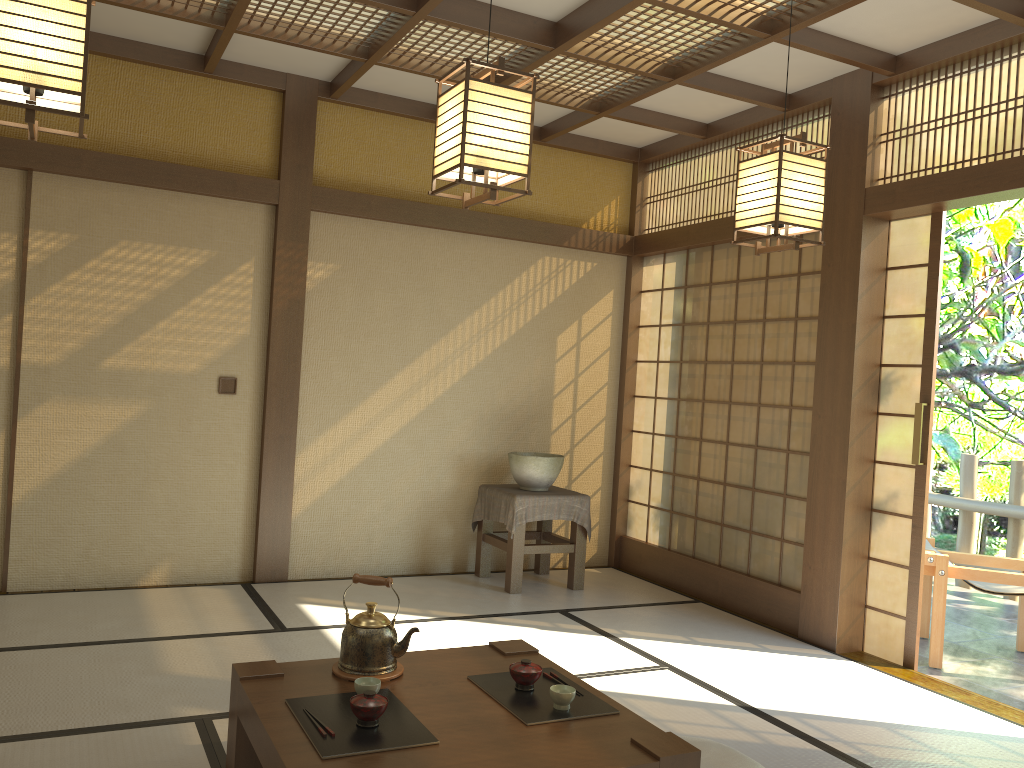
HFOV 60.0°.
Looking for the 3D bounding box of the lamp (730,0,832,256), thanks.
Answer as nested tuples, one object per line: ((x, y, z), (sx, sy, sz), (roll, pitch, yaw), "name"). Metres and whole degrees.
((0.974, -1.029, 3.148), (0.240, 1.129, 0.240), (4, 0, -27), "lamp")

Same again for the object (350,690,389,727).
((-0.374, 0.845, 2.314), (0.100, 0.080, 0.100), (4, 0, -27), "object")

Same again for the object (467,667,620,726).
((0.084, 0.920, 2.632), (0.300, 0.007, 0.400), (4, 0, -27), "object")

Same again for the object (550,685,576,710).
((0.143, 0.894, 2.523), (0.073, 0.052, 0.074), (4, 0, 16), "object")

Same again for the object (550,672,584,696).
((0.167, 0.917, 2.718), (0.008, 0.008, 0.200), (4, 0, -26), "object")

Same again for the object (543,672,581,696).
((0.151, 0.916, 2.711), (0.008, 0.008, 0.200), (4, 0, -31), "object")

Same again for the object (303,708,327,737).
((-0.514, 0.875, 2.301), (0.008, 0.008, 0.200), (4, 0, -29), "object")

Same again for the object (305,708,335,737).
((-0.501, 0.876, 2.304), (0.008, 0.008, 0.200), (4, 0, -33), "object")

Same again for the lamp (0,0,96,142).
((-1.101, -1.158, 2.095), (0.240, 1.129, 0.240), (4, 0, -27), "lamp")

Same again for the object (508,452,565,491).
((0.148, 0.558, 5.633), (0.358, 0.230, 0.357), (4, 0, 33), "object")

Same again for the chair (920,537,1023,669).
((2.622, 1.224, 4.923), (0.704, 0.598, 0.698), (4, 0, 20), "chair")

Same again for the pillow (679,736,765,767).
((0.570, 1.258, 2.858), (0.486, 0.107, 0.496), (4, 0, -33), "pillow")

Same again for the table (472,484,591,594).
((0.116, 0.965, 5.644), (0.629, 0.595, 0.633), (4, 0, -27), "table")

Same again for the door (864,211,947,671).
((1.586, 0.259, 5.147), (0.073, 2.380, 1.894), (4, 0, -27), "door")

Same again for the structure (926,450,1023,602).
((4.822, 1.199, 4.424), (0.245, 1.136, 7.456), (4, 0, -27), "structure")

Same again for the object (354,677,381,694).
((-0.406, 0.859, 2.487), (0.073, 0.052, 0.074), (4, 0, 16), "object")

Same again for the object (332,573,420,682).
((-0.434, 0.742, 2.747), (0.226, 0.296, 0.219), (4, 0, -32), "object")

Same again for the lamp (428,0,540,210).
((-0.064, -1.093, 2.621), (0.240, 1.129, 0.240), (4, 0, -27), "lamp")

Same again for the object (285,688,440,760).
((-0.405, 0.889, 2.344), (0.300, 0.007, 0.400), (4, 0, -27), "object")

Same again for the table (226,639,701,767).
((-0.196, 1.071, 2.491), (1.000, 0.350, 1.000), (4, 0, -27), "table")

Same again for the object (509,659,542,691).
((0.040, 0.870, 2.662), (0.100, 0.080, 0.100), (4, 0, -27), "object")
